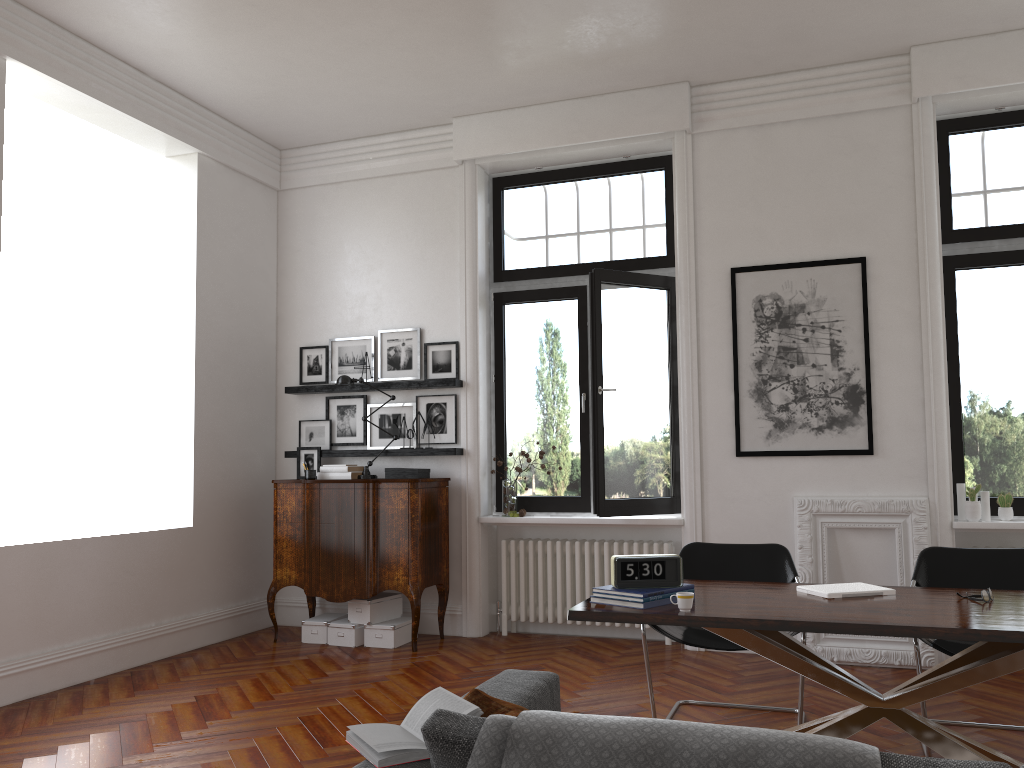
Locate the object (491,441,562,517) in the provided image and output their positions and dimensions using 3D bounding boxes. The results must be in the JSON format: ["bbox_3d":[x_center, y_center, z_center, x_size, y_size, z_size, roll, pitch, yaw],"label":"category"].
[{"bbox_3d":[0.118,0.717,6.815,0.542,0.598,0.318,0,-4,-9],"label":"object"}]

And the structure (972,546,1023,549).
[{"bbox_3d":[3.639,1.432,5.573,1.453,0.777,0.225,-2,-4,20],"label":"structure"}]

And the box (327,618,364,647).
[{"bbox_3d":[-1.160,1.846,6.614,0.245,0.176,0.395,-3,-5,25],"label":"box"}]

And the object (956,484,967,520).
[{"bbox_3d":[2.938,0.770,5.794,0.051,0.238,0.051,2,-5,-35],"label":"object"}]

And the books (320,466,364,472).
[{"bbox_3d":[-1.304,0.655,6.814,0.239,0.044,0.255,-3,-5,20],"label":"books"}]

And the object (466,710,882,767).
[{"bbox_3d":[0.276,0.841,1.615,0.752,0.387,0.400,-2,-5,20],"label":"object"}]

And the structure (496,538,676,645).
[{"bbox_3d":[0.561,1.568,6.678,1.453,0.777,0.225,-2,-4,20],"label":"structure"}]

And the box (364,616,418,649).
[{"bbox_3d":[-0.890,1.837,6.550,0.245,0.176,0.395,-2,-5,20],"label":"box"}]

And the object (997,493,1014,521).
[{"bbox_3d":[3.182,0.786,5.711,0.097,0.185,0.099,-5,-6,42],"label":"object"}]

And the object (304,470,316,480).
[{"bbox_3d":[-1.515,0.684,6.662,0.091,0.077,0.091,0,-5,-7],"label":"object"}]

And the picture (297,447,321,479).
[{"bbox_3d":[-1.625,0.632,7.094,0.213,0.257,0.020,-2,-4,20],"label":"picture"}]

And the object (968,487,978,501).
[{"bbox_3d":[2.994,0.778,5.752,0.051,0.213,0.051,2,-5,-35],"label":"object"}]

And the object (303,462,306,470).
[{"bbox_3d":[-1.552,0.645,6.669,0.050,0.119,0.010,-2,-4,22],"label":"object"}]

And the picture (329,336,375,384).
[{"bbox_3d":[-1.300,-0.194,7.197,0.415,0.367,0.020,-2,-4,20],"label":"picture"}]

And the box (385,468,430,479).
[{"bbox_3d":[-0.789,0.677,6.708,0.282,0.086,0.209,-2,-5,20],"label":"box"}]

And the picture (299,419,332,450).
[{"bbox_3d":[-1.608,0.421,7.243,0.300,0.253,0.020,-2,-4,20],"label":"picture"}]

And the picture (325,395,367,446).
[{"bbox_3d":[-1.344,0.298,7.181,0.373,0.406,0.020,-2,-4,20],"label":"picture"}]

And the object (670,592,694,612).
[{"bbox_3d":[0.639,0.813,3.310,0.082,0.065,0.064,-5,-6,40],"label":"object"}]

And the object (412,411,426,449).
[{"bbox_3d":[-0.721,0.359,6.899,0.118,0.298,0.040,-2,-4,20],"label":"object"}]

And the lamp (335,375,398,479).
[{"bbox_3d":[-1.119,0.334,6.836,0.491,0.801,0.174,1,-4,-16],"label":"lamp"}]

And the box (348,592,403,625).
[{"bbox_3d":[-1.015,1.668,6.605,0.209,0.176,0.394,-3,-6,30],"label":"box"}]

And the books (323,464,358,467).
[{"bbox_3d":[-1.315,0.625,6.797,0.200,0.014,0.179,-3,-5,20],"label":"books"}]

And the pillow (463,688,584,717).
[{"bbox_3d":[0.100,0.931,2.119,0.330,0.396,0.470,2,-5,-33],"label":"pillow"}]

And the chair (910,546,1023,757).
[{"bbox_3d":[2.186,1.207,3.993,0.753,0.871,0.746,-2,-5,20],"label":"chair"}]

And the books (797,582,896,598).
[{"bbox_3d":[1.396,0.864,3.710,0.325,0.026,0.231,1,-5,-15],"label":"books"}]

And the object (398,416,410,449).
[{"bbox_3d":[-0.845,0.383,6.933,0.124,0.260,0.040,-2,-4,20],"label":"object"}]

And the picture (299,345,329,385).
[{"bbox_3d":[-1.634,-0.154,7.315,0.267,0.314,0.020,-2,-4,20],"label":"picture"}]

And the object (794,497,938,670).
[{"bbox_3d":[2.268,1.267,5.727,0.830,1.060,0.234,-2,-4,20],"label":"object"}]

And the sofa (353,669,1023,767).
[{"bbox_3d":[1.008,1.093,1.852,2.645,0.827,1.264,-2,-5,20],"label":"sofa"}]

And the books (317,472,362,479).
[{"bbox_3d":[-1.307,0.705,6.806,0.294,0.057,0.230,-3,-5,20],"label":"books"}]

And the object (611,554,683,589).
[{"bbox_3d":[0.537,0.745,3.522,0.275,0.125,0.082,0,-4,-7],"label":"object"}]

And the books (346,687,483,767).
[{"bbox_3d":[-0.221,0.797,2.081,0.279,0.096,0.225,2,-6,-28],"label":"books"}]

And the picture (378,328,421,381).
[{"bbox_3d":[-0.896,-0.233,7.053,0.369,0.408,0.020,-2,-4,20],"label":"picture"}]

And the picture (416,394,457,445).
[{"bbox_3d":[-0.591,0.278,6.913,0.343,0.384,0.020,-2,-4,20],"label":"picture"}]

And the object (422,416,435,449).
[{"bbox_3d":[-0.647,0.377,6.900,0.110,0.261,0.040,-2,-4,20],"label":"object"}]

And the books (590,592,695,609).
[{"bbox_3d":[0.525,0.858,3.561,0.264,0.027,0.347,-6,-7,45],"label":"books"}]

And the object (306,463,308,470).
[{"bbox_3d":[-1.538,0.653,6.689,0.046,0.139,0.010,-2,-4,17],"label":"object"}]

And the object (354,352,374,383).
[{"bbox_3d":[-1.184,-0.126,7.089,0.174,0.260,0.040,-2,-4,20],"label":"object"}]

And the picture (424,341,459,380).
[{"bbox_3d":[-0.551,-0.175,6.925,0.289,0.303,0.020,-2,-4,20],"label":"picture"}]

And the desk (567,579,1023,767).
[{"bbox_3d":[1.430,1.222,3.417,2.227,0.750,1.031,-2,-5,20],"label":"desk"}]

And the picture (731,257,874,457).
[{"bbox_3d":[1.958,-0.173,6.030,0.883,1.321,0.035,-2,-4,20],"label":"picture"}]

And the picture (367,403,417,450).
[{"bbox_3d":[-0.953,0.337,7.038,0.434,0.364,0.020,-2,-4,20],"label":"picture"}]

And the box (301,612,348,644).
[{"bbox_3d":[-1.411,1.860,6.737,0.209,0.176,0.395,-2,-5,15],"label":"box"}]

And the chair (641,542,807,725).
[{"bbox_3d":[1.080,1.256,4.390,0.753,0.871,0.746,-2,-5,20],"label":"chair"}]

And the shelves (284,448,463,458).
[{"bbox_3d":[-1.108,0.547,7.008,1.515,0.055,0.156,-3,-5,20],"label":"shelves"}]

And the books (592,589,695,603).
[{"bbox_3d":[0.528,0.834,3.548,0.250,0.017,0.344,-6,-7,45],"label":"books"}]

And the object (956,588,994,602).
[{"bbox_3d":[1.841,0.825,3.485,0.114,0.047,0.133,1,-5,-17],"label":"object"}]

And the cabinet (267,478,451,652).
[{"bbox_3d":[-1.154,1.325,6.659,1.266,1.216,0.641,-2,-4,20],"label":"cabinet"}]

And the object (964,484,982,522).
[{"bbox_3d":[2.951,0.757,5.678,0.102,0.244,0.098,0,-4,-3],"label":"object"}]

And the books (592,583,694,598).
[{"bbox_3d":[0.528,0.818,3.549,0.250,0.017,0.344,-6,-7,45],"label":"books"}]

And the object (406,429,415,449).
[{"bbox_3d":[-0.789,0.428,6.881,0.066,0.160,0.040,-2,-4,20],"label":"object"}]

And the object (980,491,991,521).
[{"bbox_3d":[3.048,0.786,5.707,0.051,0.188,0.051,2,-5,-35],"label":"object"}]

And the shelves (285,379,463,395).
[{"bbox_3d":[-1.114,0.025,7.042,1.515,0.055,0.158,-3,-5,20],"label":"shelves"}]
